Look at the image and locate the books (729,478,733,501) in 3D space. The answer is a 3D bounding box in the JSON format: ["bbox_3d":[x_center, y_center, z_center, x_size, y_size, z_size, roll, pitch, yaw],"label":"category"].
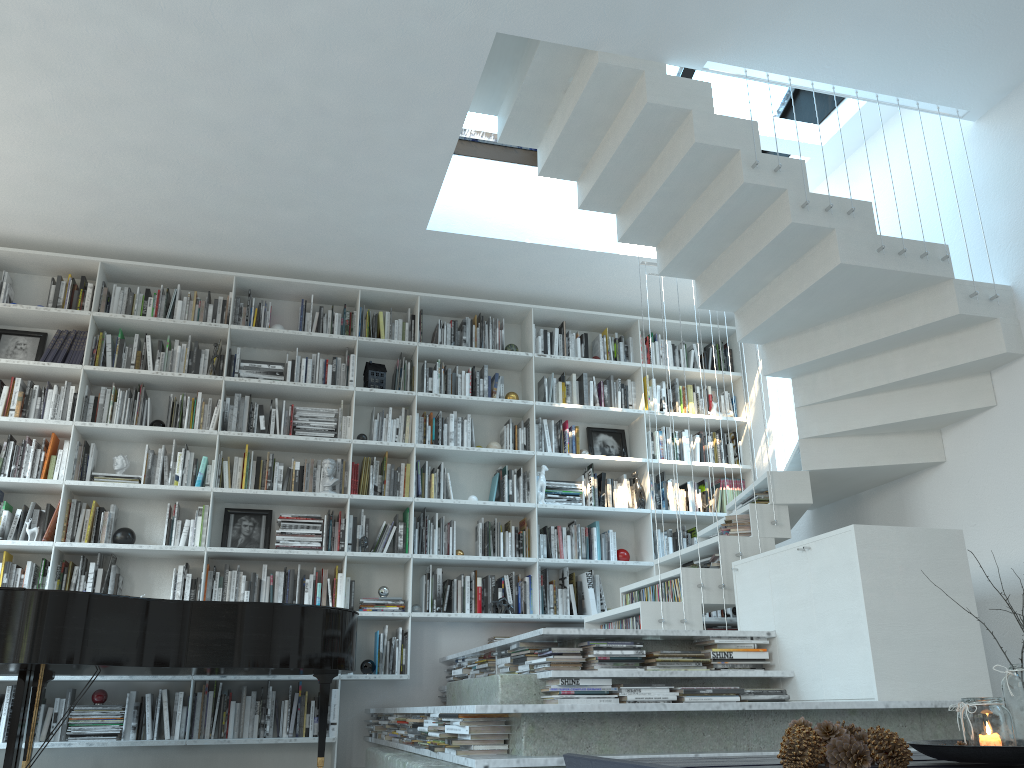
[{"bbox_3d":[1.609,0.869,6.640,0.018,0.292,0.170,5,-20,-15],"label":"books"}]

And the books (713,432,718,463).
[{"bbox_3d":[1.509,0.523,6.735,0.013,0.276,0.188,5,-20,-15],"label":"books"}]

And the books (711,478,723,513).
[{"bbox_3d":[1.514,0.864,6.615,0.072,0.290,0.170,5,-20,-15],"label":"books"}]

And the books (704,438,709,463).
[{"bbox_3d":[1.447,0.545,6.735,0.028,0.236,0.146,5,-20,-15],"label":"books"}]

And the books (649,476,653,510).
[{"bbox_3d":[0.974,0.823,6.470,0.025,0.276,0.161,5,-20,-15],"label":"books"}]

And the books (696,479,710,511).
[{"bbox_3d":[1.416,0.864,6.597,0.026,0.276,0.170,5,-20,-15],"label":"books"}]

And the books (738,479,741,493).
[{"bbox_3d":[1.679,0.875,6.659,0.018,0.292,0.170,5,-20,-15],"label":"books"}]

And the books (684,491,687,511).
[{"bbox_3d":[1.245,0.895,6.541,0.030,0.183,0.137,5,-20,-15],"label":"books"}]

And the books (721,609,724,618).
[{"bbox_3d":[1.442,1.527,6.299,0.047,0.286,0.141,5,-20,-15],"label":"books"}]

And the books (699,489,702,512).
[{"bbox_3d":[1.371,0.898,6.586,0.014,0.206,0.138,5,-20,-15],"label":"books"}]

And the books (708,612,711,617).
[{"bbox_3d":[1.359,1.524,6.283,0.012,0.284,0.160,5,-20,-15],"label":"books"}]

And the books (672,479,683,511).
[{"bbox_3d":[1.187,0.846,6.518,0.056,0.260,0.177,5,-20,-15],"label":"books"}]

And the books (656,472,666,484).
[{"bbox_3d":[1.102,0.818,6.526,0.012,0.320,0.142,5,-20,-15],"label":"books"}]

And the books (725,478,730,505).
[{"bbox_3d":[1.577,0.862,6.619,0.018,0.292,0.170,5,-20,-15],"label":"books"}]

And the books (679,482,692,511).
[{"bbox_3d":[1.274,0.862,6.544,0.022,0.246,0.181,5,-20,-15],"label":"books"}]

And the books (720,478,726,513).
[{"bbox_3d":[1.550,0.864,6.625,0.033,0.293,0.170,5,-20,-15],"label":"books"}]

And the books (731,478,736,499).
[{"bbox_3d":[1.627,0.869,6.641,0.018,0.292,0.170,5,-20,-15],"label":"books"}]

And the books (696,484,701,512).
[{"bbox_3d":[1.352,0.876,6.585,0.025,0.248,0.134,5,-20,-15],"label":"books"}]

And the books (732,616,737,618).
[{"bbox_3d":[1.622,1.678,6.363,0.198,0.008,0.111,3,-21,-11],"label":"books"}]

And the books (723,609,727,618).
[{"bbox_3d":[1.476,1.552,6.303,0.024,0.242,0.141,5,-20,-15],"label":"books"}]

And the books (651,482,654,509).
[{"bbox_3d":[0.997,0.848,6.484,0.010,0.238,0.148,5,-20,-15],"label":"books"}]

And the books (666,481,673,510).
[{"bbox_3d":[1.126,0.849,6.500,0.026,0.244,0.181,5,-20,-15],"label":"books"}]

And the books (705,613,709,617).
[{"bbox_3d":[1.335,1.516,6.260,0.012,0.284,0.160,5,-20,-15],"label":"books"}]

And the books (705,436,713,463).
[{"bbox_3d":[1.475,0.536,6.734,0.025,0.251,0.160,5,-20,-15],"label":"books"}]

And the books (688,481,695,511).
[{"bbox_3d":[1.295,0.862,6.561,0.029,0.258,0.172,5,-20,-15],"label":"books"}]

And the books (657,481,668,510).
[{"bbox_3d":[1.091,0.848,6.492,0.022,0.242,0.171,5,-20,-15],"label":"books"}]

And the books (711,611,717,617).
[{"bbox_3d":[1.384,1.529,6.269,0.031,0.265,0.169,5,-20,-15],"label":"books"}]

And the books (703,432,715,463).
[{"bbox_3d":[1.496,0.521,6.736,0.012,0.282,0.152,5,-20,-15],"label":"books"}]

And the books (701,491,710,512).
[{"bbox_3d":[1.400,0.898,6.550,0.024,0.180,0.191,5,-21,-15],"label":"books"}]

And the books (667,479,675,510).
[{"bbox_3d":[1.146,0.846,6.520,0.022,0.264,0.157,5,-20,-15],"label":"books"}]

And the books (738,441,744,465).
[{"bbox_3d":[1.712,0.569,6.780,0.021,0.218,0.184,5,-21,-15],"label":"books"}]

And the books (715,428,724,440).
[{"bbox_3d":[1.591,0.513,6.786,0.013,0.329,0.140,5,-20,-15],"label":"books"}]

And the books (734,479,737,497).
[{"bbox_3d":[1.644,0.872,6.650,0.018,0.292,0.170,5,-20,-15],"label":"books"}]

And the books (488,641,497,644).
[{"bbox_3d":[0.030,1.718,5.879,0.346,0.007,0.194,7,-21,-19],"label":"books"}]

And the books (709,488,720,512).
[{"bbox_3d":[1.475,0.897,6.590,0.088,0.216,0.167,5,-21,-15],"label":"books"}]

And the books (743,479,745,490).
[{"bbox_3d":[1.714,0.878,6.668,0.018,0.292,0.170,5,-20,-15],"label":"books"}]

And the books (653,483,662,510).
[{"bbox_3d":[1.041,0.856,6.504,0.066,0.235,0.144,5,-20,-15],"label":"books"}]

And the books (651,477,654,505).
[{"bbox_3d":[1.004,0.833,6.502,0.010,0.278,0.148,5,-20,-15],"label":"books"}]

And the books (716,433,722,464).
[{"bbox_3d":[1.530,0.528,6.737,0.028,0.267,0.174,5,-20,-15],"label":"books"}]

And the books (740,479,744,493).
[{"bbox_3d":[1.699,0.873,6.654,0.018,0.292,0.170,5,-20,-15],"label":"books"}]

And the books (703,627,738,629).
[{"bbox_3d":[1.466,1.742,6.304,0.285,0.009,0.160,5,-21,-15],"label":"books"}]

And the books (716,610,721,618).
[{"bbox_3d":[1.421,1.570,6.272,0.024,0.188,0.176,5,-21,-15],"label":"books"}]

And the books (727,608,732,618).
[{"bbox_3d":[1.498,1.502,6.300,0.010,0.334,0.185,5,-20,-15],"label":"books"}]

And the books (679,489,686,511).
[{"bbox_3d":[1.225,0.884,6.516,0.023,0.188,0.170,5,-21,-15],"label":"books"}]

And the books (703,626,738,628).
[{"bbox_3d":[1.467,1.732,6.302,0.254,0.009,0.161,4,-21,-13],"label":"books"}]

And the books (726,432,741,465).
[{"bbox_3d":[1.682,0.531,6.784,0.042,0.291,0.187,5,-20,-15],"label":"books"}]

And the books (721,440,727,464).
[{"bbox_3d":[1.578,0.558,6.748,0.025,0.219,0.178,5,-21,-15],"label":"books"}]

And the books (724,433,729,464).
[{"bbox_3d":[1.606,0.533,6.773,0.013,0.282,0.149,5,-20,-15],"label":"books"}]

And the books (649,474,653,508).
[{"bbox_3d":[0.987,0.822,6.491,0.010,0.292,0.165,5,-20,-15],"label":"books"}]

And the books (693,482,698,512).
[{"bbox_3d":[1.335,0.871,6.578,0.012,0.253,0.161,5,-20,-15],"label":"books"}]

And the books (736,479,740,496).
[{"bbox_3d":[1.662,0.872,6.650,0.018,0.292,0.170,5,-20,-15],"label":"books"}]

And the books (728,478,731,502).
[{"bbox_3d":[1.591,0.868,6.636,0.018,0.292,0.170,5,-20,-15],"label":"books"}]

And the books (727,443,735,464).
[{"bbox_3d":[1.631,0.571,6.749,0.029,0.194,0.192,5,-21,-15],"label":"books"}]

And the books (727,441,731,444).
[{"bbox_3d":[1.647,0.568,6.793,0.024,0.229,0.131,5,-20,-15],"label":"books"}]

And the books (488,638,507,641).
[{"bbox_3d":[0.028,1.700,5.895,0.346,0.007,0.194,6,-21,-16],"label":"books"}]

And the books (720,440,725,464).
[{"bbox_3d":[1.556,0.557,6.732,0.025,0.210,0.189,5,-21,-15],"label":"books"}]

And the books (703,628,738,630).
[{"bbox_3d":[1.467,1.750,6.298,0.254,0.009,0.161,5,-21,-16],"label":"books"}]

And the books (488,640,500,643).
[{"bbox_3d":[0.028,1.714,5.889,0.346,0.007,0.194,4,-21,-13],"label":"books"}]

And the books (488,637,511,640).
[{"bbox_3d":[0.028,1.693,5.897,0.346,0.007,0.194,4,-21,-13],"label":"books"}]
